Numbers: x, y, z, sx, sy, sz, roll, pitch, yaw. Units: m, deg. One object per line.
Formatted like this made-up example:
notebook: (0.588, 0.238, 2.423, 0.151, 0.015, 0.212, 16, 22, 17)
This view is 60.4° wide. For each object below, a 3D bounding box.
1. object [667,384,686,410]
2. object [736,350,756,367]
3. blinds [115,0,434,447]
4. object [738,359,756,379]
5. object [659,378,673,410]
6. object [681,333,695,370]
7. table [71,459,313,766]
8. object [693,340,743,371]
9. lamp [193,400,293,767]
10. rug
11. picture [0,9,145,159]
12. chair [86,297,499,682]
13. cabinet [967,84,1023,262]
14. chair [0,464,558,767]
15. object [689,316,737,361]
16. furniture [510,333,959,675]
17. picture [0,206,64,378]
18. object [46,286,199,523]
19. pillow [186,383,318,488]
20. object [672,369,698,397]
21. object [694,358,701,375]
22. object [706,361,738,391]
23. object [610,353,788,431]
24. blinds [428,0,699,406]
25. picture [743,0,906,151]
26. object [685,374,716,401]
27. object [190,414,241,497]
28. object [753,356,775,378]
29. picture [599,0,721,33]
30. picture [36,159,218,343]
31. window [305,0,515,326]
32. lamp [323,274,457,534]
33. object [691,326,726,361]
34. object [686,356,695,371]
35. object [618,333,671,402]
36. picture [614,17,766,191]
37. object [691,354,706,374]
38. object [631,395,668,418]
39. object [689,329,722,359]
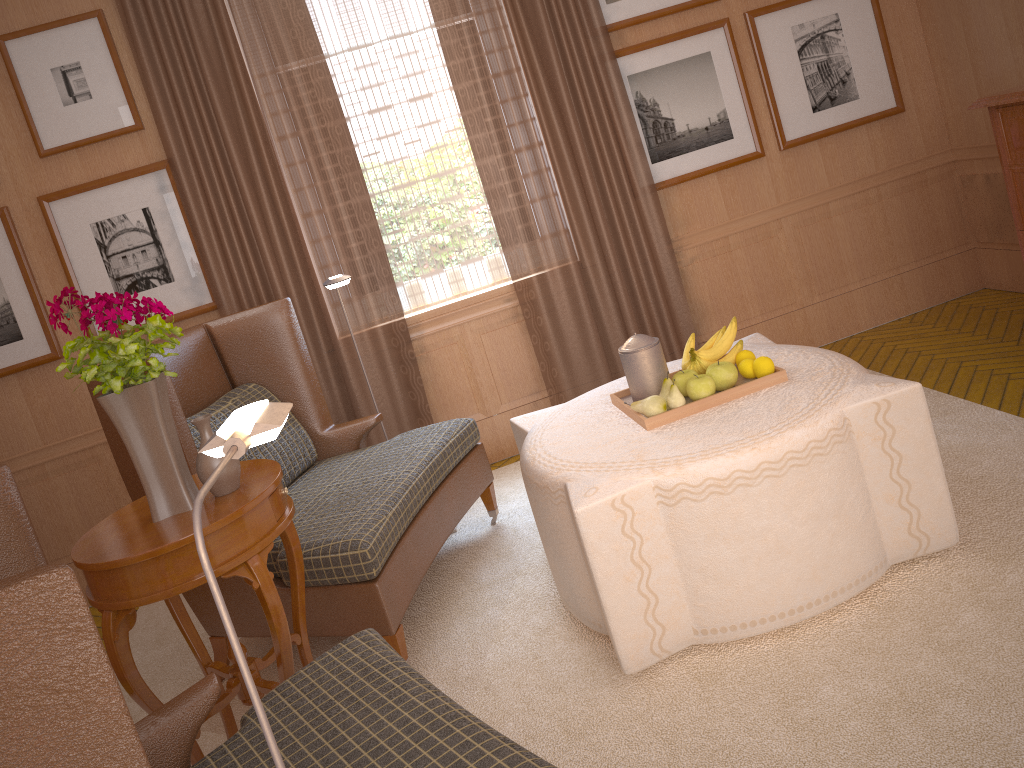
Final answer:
object: (0.845, 0.067, 4.571, 0.097, 0.146, 0.100, -12, 10, 29)
object: (1.307, -0.127, 4.917, 0.113, 0.131, 0.110, -9, 13, 39)
blinds: (-1.789, -1.197, 7.058, 1.434, 4.732, 0.269, -18, 7, -7)
object: (1.287, -0.081, 4.765, 0.111, 0.109, 0.136, -18, 11, -4)
object: (0.835, 0.056, 4.690, 0.128, 0.194, 0.134, -12, 10, 29)
object: (1.003, -0.162, 5.004, 0.103, 0.156, 0.386, -15, 13, 17)
table: (-1.297, 1.191, 4.060, 0.925, 1.352, 1.057, -17, 9, 1)
object: (1.179, -0.160, 4.916, 0.405, 0.170, 0.072, -25, 11, -31)
lamp: (-0.332, 1.074, 1.940, 0.576, 2.002, 0.625, -23, 9, -36)
rug: (0.577, 1.483, 3.511, 6.022, 0.020, 8.077, -19, 14, -6)
picture: (-3.409, -2.321, 6.805, 0.809, 0.944, 0.048, -19, 7, -8)
chair: (-1.345, 0.517, 5.538, 1.705, 1.945, 1.962, -14, 11, 18)
cabinet: (4.092, -0.863, 4.512, 1.423, 1.912, 2.807, -18, 11, -6)
chair: (-0.783, 1.148, 2.322, 1.757, 1.945, 1.904, -23, 12, -31)
object: (1.152, -0.234, 4.919, 0.412, 0.167, 0.070, -25, 11, -30)
furniture: (1.069, 0.496, 4.898, 1.963, 0.886, 1.976, -19, 13, -10)
picture: (-4.308, -0.587, 6.784, 1.256, 1.232, 0.048, -19, 7, -8)
object: (-1.638, 0.041, 3.889, 0.528, 1.073, 0.460, -19, 8, -8)
pillow: (-1.795, 0.457, 5.650, 0.533, 0.696, 1.104, -14, 12, 18)
object: (0.949, -0.003, 4.790, 0.156, 0.133, 0.162, -18, 11, -3)
object: (1.065, -0.126, 5.007, 0.061, 0.179, 0.406, -14, 13, 22)
object: (1.123, -0.040, 4.706, 0.167, 0.145, 0.177, -9, 14, 39)
object: (1.005, 0.022, 4.853, 0.804, 0.059, 0.648, -19, 13, -7)
blinds: (0.397, -1.956, 7.377, 1.456, 4.721, 0.269, -19, 7, -9)
picture: (2.794, -2.854, 7.828, 1.256, 1.232, 0.048, -19, 7, -8)
object: (0.993, 0.025, 4.625, 0.156, 0.133, 0.162, -18, 11, -3)
object: (-1.337, 0.319, 3.953, 0.184, 0.353, 0.191, -13, 9, 26)
object: (1.341, -0.084, 4.685, 0.113, 0.131, 0.110, -9, 13, 39)
picture: (1.059, -3.712, 7.465, 1.256, 1.232, 0.048, -19, 7, -8)
picture: (-3.006, -1.036, 6.972, 1.055, 1.232, 0.048, -19, 7, -8)
window: (-0.967, -2.306, 7.660, 2.446, 3.331, 0.855, -19, 8, -8)
lamp: (-0.904, 0.180, 6.230, 0.623, 1.997, 0.578, -10, 11, 45)
object: (1.115, -0.187, 4.969, 0.386, 0.169, 0.064, -28, 13, -40)
object: (1.003, -0.109, 5.011, 0.071, 0.182, 0.401, -16, 12, 8)
object: (0.736, -0.099, 4.875, 0.240, 0.387, 0.232, -25, 11, -40)
picture: (1.471, -2.398, 7.636, 1.256, 1.232, 0.048, -19, 7, -8)
object: (1.143, -0.145, 4.957, 0.061, 0.197, 0.395, -9, 14, 47)
object: (0.717, 0.130, 4.588, 0.193, 0.126, 0.136, -15, 11, 12)
object: (1.095, -0.210, 5.013, 0.090, 0.126, 0.420, -9, 15, 41)
